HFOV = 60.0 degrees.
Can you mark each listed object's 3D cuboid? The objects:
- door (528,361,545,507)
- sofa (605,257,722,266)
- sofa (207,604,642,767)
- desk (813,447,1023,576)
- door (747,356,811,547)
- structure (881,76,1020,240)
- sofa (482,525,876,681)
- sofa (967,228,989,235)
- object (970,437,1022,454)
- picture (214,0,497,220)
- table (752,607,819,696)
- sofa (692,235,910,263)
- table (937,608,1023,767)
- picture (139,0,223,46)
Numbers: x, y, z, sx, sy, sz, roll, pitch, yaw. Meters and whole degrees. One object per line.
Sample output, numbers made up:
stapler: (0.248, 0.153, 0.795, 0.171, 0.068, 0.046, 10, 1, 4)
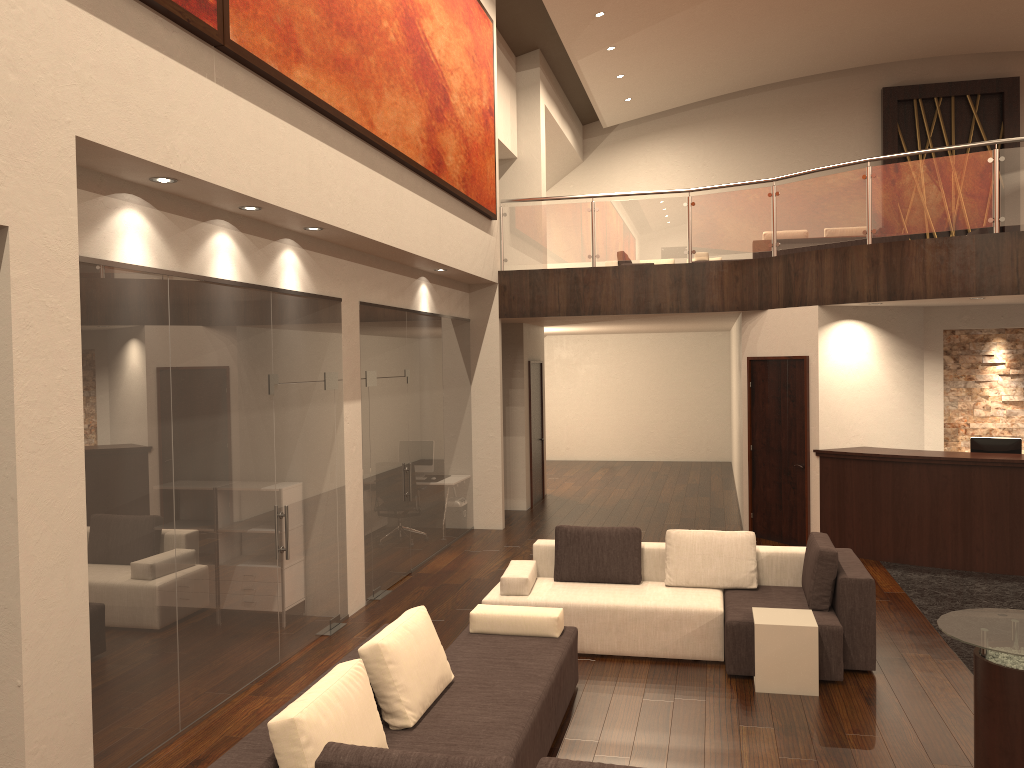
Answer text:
door: (0.375, 0.750, 14.014, 0.104, 2.232, 0.990, -1, 1, 13)
sofa: (3.558, -2.118, 17.107, 3.366, 0.862, 2.586, -1, 1, 13)
sofa: (0.349, 1.673, 4.360, 2.586, 0.862, 3.366, -1, 1, 13)
desk: (6.842, 1.291, 9.010, 7.146, 1.171, 1.674, -1, 1, 14)
door: (3.189, 0.785, 10.605, 0.104, 2.232, 0.990, -2, 2, -27)
structure: (8.802, -3.915, 17.843, 2.524, 4.236, 0.187, -1, 1, 13)
sofa: (1.227, 1.597, 6.836, 2.846, 0.862, 1.291, -1, 1, 13)
sofa: (8.153, -2.149, 15.162, 1.291, 0.862, 2.846, -1, 1, 13)
object: (5.166, 0.814, 9.469, 0.483, 0.485, 0.189, 0, 2, 28)
picture: (-0.967, -3.270, 8.167, 0.070, 2.526, 6.485, -1, 1, 13)
table: (1.849, 1.808, 6.025, 0.400, 0.460, 0.400, -1, 1, 13)
sofa: (4.788, -2.094, 15.289, 3.366, 0.862, 2.586, -1, 1, 13)
table: (2.640, 1.661, 4.541, 0.844, 0.795, 0.833, -2, 2, -38)
picture: (-2.189, -3.117, 2.794, 0.070, 2.526, 4.515, -1, 1, 13)
